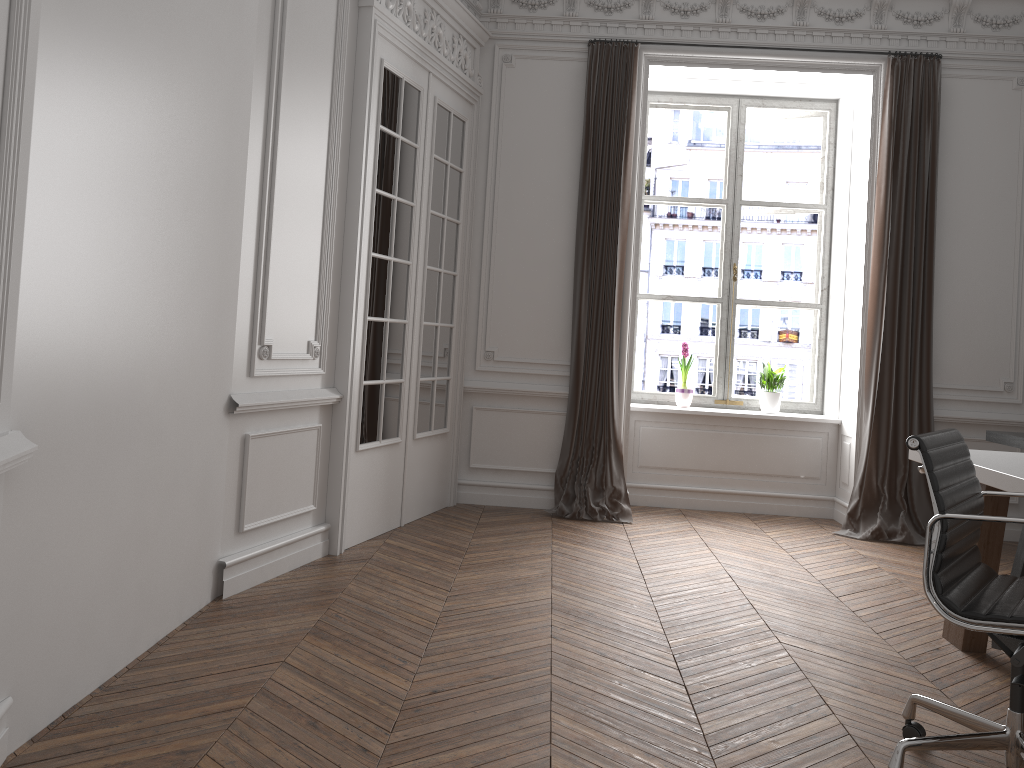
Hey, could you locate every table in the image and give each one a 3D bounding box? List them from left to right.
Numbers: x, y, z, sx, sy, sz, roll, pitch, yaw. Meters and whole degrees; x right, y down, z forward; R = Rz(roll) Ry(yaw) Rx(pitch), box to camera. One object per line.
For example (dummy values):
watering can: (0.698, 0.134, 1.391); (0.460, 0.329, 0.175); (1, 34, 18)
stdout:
table: (3.069, 0.683, 4.681); (0.767, 0.751, 0.767); (3, 1, 3)
table: (2.100, 0.734, 2.523); (0.900, 0.750, 2.622); (3, 3, 3)

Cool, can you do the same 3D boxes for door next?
door: (-0.571, -0.542, 5.123); (0.086, 2.743, 1.560); (3, -1, 18)

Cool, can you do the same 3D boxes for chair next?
chair: (1.372, 0.616, 2.291); (0.669, 0.926, 0.691); (3, 0, 29)

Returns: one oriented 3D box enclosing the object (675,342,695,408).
object: (1.246, -0.067, 6.365); (0.128, 0.477, 0.129); (4, -2, -37)

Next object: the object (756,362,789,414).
object: (1.852, 0.025, 6.295); (0.214, 0.370, 0.284); (4, 0, -19)

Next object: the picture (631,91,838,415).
picture: (1.575, -1.128, 2.829); (13.195, 4.814, 13.242); (3, 2, -5)

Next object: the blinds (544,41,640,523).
blinds: (0.577, -0.707, 5.717); (0.581, 3.110, 0.309); (3, -2, 8)

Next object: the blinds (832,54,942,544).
blinds: (2.504, -0.586, 5.587); (0.777, 3.109, 0.341); (3, -2, -3)
